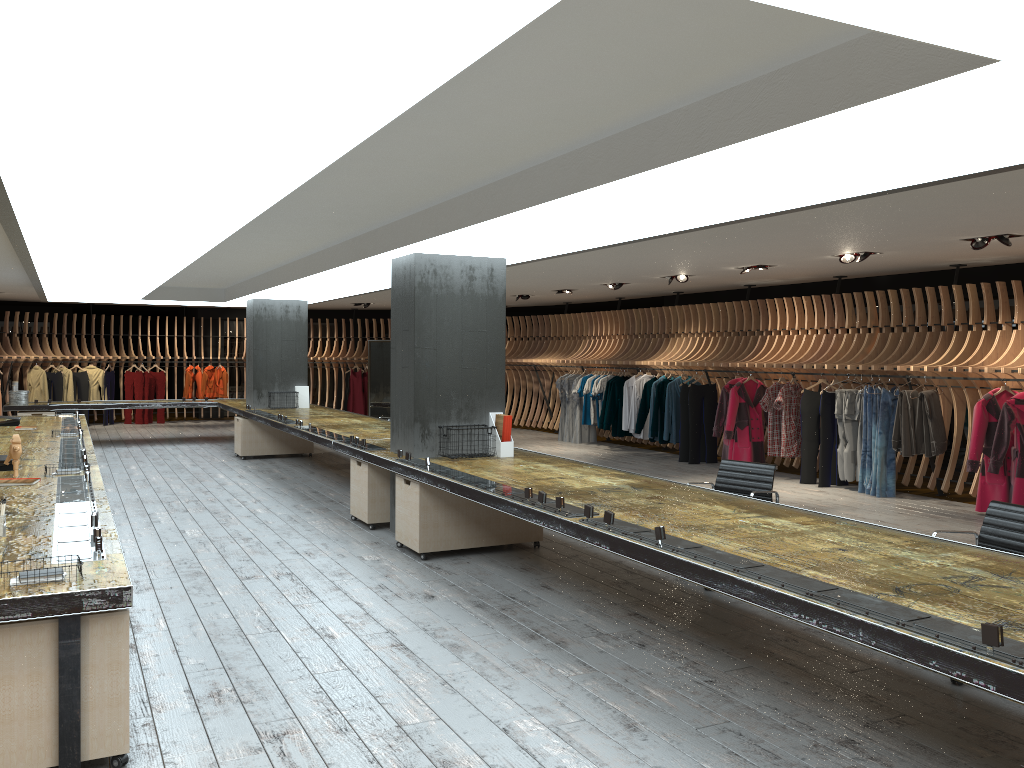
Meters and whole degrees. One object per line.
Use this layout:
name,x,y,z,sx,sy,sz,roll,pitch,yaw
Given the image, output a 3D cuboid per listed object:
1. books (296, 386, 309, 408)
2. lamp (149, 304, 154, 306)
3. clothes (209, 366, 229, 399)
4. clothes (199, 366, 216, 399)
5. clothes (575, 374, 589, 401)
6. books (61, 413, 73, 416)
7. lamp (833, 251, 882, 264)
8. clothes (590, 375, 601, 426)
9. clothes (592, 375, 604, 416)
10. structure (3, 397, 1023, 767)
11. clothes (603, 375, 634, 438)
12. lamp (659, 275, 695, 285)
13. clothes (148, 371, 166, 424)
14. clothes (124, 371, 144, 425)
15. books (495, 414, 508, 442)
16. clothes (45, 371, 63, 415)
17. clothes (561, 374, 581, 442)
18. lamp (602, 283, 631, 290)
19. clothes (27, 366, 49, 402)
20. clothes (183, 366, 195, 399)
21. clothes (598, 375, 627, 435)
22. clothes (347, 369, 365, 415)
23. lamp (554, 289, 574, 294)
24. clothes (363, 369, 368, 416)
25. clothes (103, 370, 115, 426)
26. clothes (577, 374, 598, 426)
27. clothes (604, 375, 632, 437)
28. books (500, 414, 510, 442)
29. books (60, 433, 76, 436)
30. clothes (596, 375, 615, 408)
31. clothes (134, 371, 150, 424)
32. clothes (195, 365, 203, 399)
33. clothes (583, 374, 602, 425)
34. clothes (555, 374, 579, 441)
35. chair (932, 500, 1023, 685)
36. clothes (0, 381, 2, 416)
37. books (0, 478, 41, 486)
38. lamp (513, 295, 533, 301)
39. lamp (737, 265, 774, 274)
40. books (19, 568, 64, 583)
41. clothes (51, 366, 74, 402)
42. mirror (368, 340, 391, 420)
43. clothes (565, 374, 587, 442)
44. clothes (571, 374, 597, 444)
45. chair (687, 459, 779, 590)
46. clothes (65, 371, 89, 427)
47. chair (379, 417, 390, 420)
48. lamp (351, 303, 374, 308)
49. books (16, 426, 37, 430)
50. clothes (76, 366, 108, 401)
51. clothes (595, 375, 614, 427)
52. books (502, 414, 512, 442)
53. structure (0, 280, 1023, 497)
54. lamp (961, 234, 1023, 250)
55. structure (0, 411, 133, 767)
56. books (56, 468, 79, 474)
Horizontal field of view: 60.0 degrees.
books,-3.469,0.219,14.689,0.215,0.368,0.073,0,1,-27
lamp,-7.924,-1.853,19.291,0.493,0.296,0.269,-1,2,-33
clothes,-6.954,0.000,21.092,0.839,0.881,0.201,2,2,43
clothes,-7.193,0.000,21.029,0.201,0.881,0.840,0,1,3
clothes,1.536,0.280,16.442,0.743,0.931,0.158,0,1,-2
books,-6.254,0.428,12.468,0.155,0.025,0.110,-1,2,-32
lamp,3.776,-1.461,9.714,0.269,0.284,0.493,0,2,-27
clothes,1.695,0.303,16.196,0.743,0.960,0.167,0,1,-33
clothes,1.757,0.291,16.068,0.742,0.938,0.162,0,1,-32
structure,-2.592,0.933,8.471,4.836,0.844,18.482,-1,2,-27
clothes,2.014,0.388,15.492,0.913,1.081,0.238,0,1,-22
lamp,2.345,-1.557,12.565,0.269,0.301,0.493,0,2,-27
clothes,-8.273,0.356,20.557,0.552,1.337,0.093,1,1,14
clothes,-8.665,0.361,20.326,0.552,1.337,0.093,1,1,19
books,-0.105,0.461,7.990,0.048,0.368,0.215,0,1,-27
clothes,-9.963,0.385,19.198,0.539,1.352,0.087,1,1,8
clothes,1.247,0.524,17.005,0.677,1.434,0.204,0,1,-37
lamp,1.630,-1.617,13.990,0.269,0.286,0.493,0,2,-27
clothes,-10.167,0.065,18.957,0.705,0.889,0.250,1,1,24
clothes,-7.600,0.003,20.865,0.201,0.881,0.840,0,1,-12
clothes,1.920,0.381,15.680,0.913,1.081,0.238,0,1,-27
clothes,-3.736,0.193,21.290,0.444,1.128,0.127,0,1,-30
lamp,0.914,-1.665,15.415,0.269,0.294,0.493,0,2,-27
clothes,-3.498,0.197,21.220,0.127,1.128,0.444,0,1,-35
clothes,-9.098,0.360,20.021,0.087,1.352,0.539,0,1,-2
clothes,1.529,0.299,16.330,0.738,0.970,0.167,0,1,-18
clothes,1.982,0.385,15.573,0.913,1.081,0.238,0,1,-27
books,-0.086,0.461,8.000,0.048,0.368,0.215,0,1,-27
books,-4.732,0.539,9.452,0.155,0.025,0.110,-1,2,-32
clothes,1.753,0.310,15.979,0.742,0.950,0.168,-1,2,-43
clothes,-8.523,0.359,20.414,0.552,1.337,0.093,1,1,33
clothes,-7.407,0.000,20.999,0.201,0.881,0.840,0,1,-22
clothes,1.644,0.288,16.227,0.743,0.931,0.158,0,1,-22
clothes,1.183,0.520,17.130,0.677,1.434,0.204,0,1,-12
chair,2.516,1.087,4.647,0.667,0.859,0.693,0,2,-31
clothes,-10.662,0.182,18.264,0.447,1.155,0.125,1,1,28
books,-3.435,0.668,6.033,0.366,0.026,0.213,0,2,-16
lamp,0.197,-1.719,16.839,0.269,0.291,0.493,0,2,-31
lamp,3.060,-1.508,11.140,0.269,0.296,0.493,0,2,-27
books,-1.866,0.756,3.515,0.155,0.025,0.110,-1,2,-32
clothes,-9.826,0.054,19.361,0.705,0.889,0.250,1,1,14
mirror,-1.526,0.191,15.204,2.112,1.891,0.443,1,1,14
clothes,1.309,0.529,16.878,0.677,1.434,0.204,0,1,-12
clothes,1.369,0.533,16.757,0.677,1.434,0.204,-1,1,-42
chair,1.577,1.019,6.500,0.693,0.859,0.667,1,2,39
clothes,-9.603,0.375,19.569,0.539,1.352,0.087,0,1,-2
chair,-1.793,0.776,13.113,0.667,0.859,0.693,0,2,-31
lamp,-3.345,-1.842,19.856,0.493,0.294,0.269,1,1,18
books,-5.647,0.510,10.311,0.213,0.026,0.366,-1,2,-26
clothes,-9.383,0.041,19.765,0.704,0.889,0.250,0,1,-6
clothes,1.823,0.301,15.806,0.734,0.937,0.164,0,1,-23
books,-0.066,0.460,8.010,0.048,0.368,0.215,0,1,-27
structure,-0.174,0.196,5.113,14.882,2.439,36.567,-1,2,-27
lamp,4.491,-1.405,8.289,0.269,0.291,0.493,0,2,-27
structure,-4.329,0.942,7.838,1.162,0.844,10.455,0,2,-27
books,-3.291,0.645,6.574,0.155,0.025,0.110,-1,2,-32
